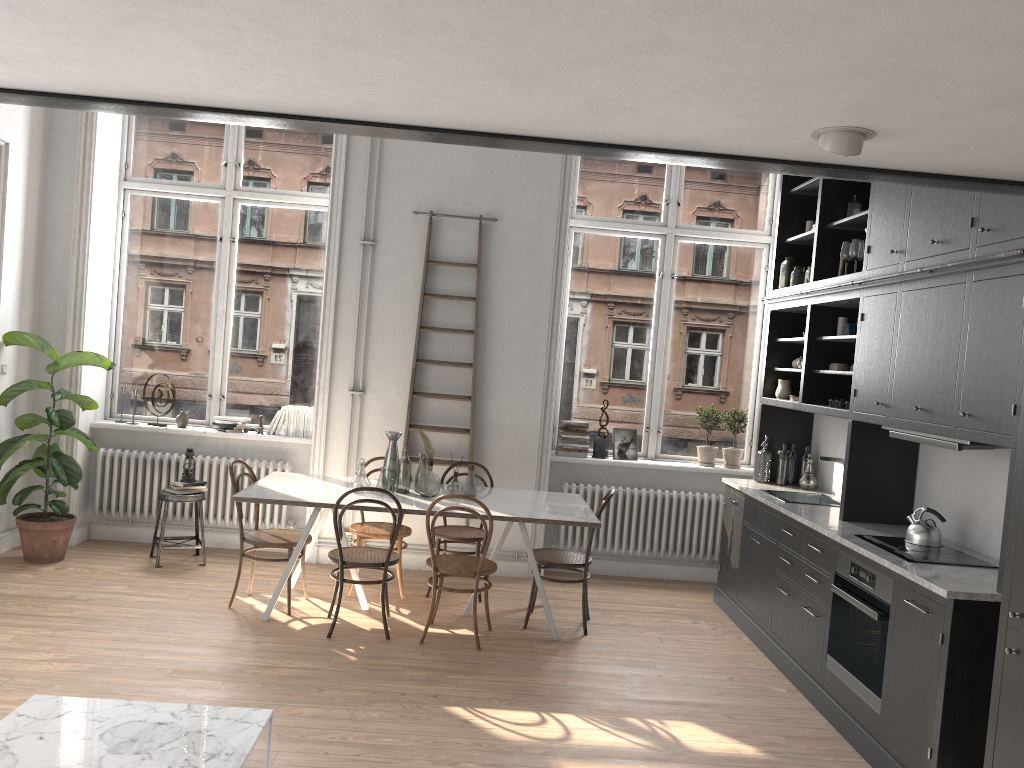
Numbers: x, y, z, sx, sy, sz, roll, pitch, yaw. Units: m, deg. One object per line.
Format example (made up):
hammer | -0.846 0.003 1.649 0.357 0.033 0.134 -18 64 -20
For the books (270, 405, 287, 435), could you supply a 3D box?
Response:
books | -1.899 0.294 7.234 0.100 0.235 0.174 5 2 -2

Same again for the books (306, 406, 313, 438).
books | -1.649 0.310 7.267 0.024 0.243 0.175 5 2 -2

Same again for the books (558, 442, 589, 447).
books | 0.507 0.498 7.332 0.255 0.014 0.192 5 2 1

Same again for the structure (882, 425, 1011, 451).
structure | 2.177 0.242 4.323 0.379 0.123 0.843 5 2 -2

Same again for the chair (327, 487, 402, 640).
chair | -0.899 1.039 5.388 0.438 0.921 0.549 4 2 -7

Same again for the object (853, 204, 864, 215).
object | 2.202 -1.085 5.642 0.041 0.125 0.053 3 3 -35

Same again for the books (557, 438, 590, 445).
books | 0.507 0.476 7.332 0.245 0.028 0.193 4 2 -7

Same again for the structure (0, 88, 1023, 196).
structure | -0.335 -1.377 0.945 5.927 1.213 4.156 5 2 -2

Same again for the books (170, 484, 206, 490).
books | -2.436 0.770 6.671 0.232 0.029 0.162 3 2 -32

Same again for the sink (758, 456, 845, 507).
sink | 1.971 0.728 5.884 0.514 0.505 0.526 5 2 -2

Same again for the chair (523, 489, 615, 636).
chair | 0.364 1.127 5.831 0.549 0.921 0.438 5 2 10

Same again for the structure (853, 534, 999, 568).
structure | 2.000 0.813 4.336 0.427 0.011 0.592 5 2 -2

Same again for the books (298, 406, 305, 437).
books | -1.716 0.305 7.264 0.024 0.243 0.175 5 2 -2

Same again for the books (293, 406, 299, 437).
books | -1.756 0.302 7.240 0.019 0.244 0.174 5 2 -2

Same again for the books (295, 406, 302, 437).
books | -1.737 0.303 7.258 0.019 0.244 0.174 5 2 -2

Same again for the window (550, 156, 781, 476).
window | 7.789 -4.752 10.567 14.385 15.941 26.388 5 2 -2

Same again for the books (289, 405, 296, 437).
books | -1.778 0.301 7.230 0.024 0.243 0.175 5 2 -2

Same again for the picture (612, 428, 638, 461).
picture | 0.926 0.501 7.392 0.221 0.264 0.148 4 2 -19

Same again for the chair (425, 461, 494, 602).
chair | -0.363 1.049 6.431 0.438 0.921 0.549 5 2 5

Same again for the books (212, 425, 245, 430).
books | -2.300 0.348 7.206 0.205 0.022 0.155 5 2 18

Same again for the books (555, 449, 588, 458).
books | 0.489 0.572 7.320 0.248 0.043 0.192 5 2 -2

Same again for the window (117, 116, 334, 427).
window | -2.350 -1.100 7.319 1.622 2.844 0.013 5 2 -2

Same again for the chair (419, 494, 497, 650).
chair | -0.315 1.087 5.378 0.438 0.921 0.549 5 2 9

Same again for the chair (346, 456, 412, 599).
chair | -0.931 1.007 6.327 0.438 0.921 0.549 4 2 -4

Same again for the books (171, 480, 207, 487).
books | -2.432 0.747 6.671 0.147 0.027 0.221 6 2 30

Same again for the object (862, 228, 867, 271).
object | 2.089 -0.773 5.158 0.094 0.267 0.116 6 3 39

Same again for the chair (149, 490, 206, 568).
chair | -2.487 1.068 6.646 0.364 0.523 0.360 3 2 -29

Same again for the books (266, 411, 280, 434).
books | -1.939 0.310 7.237 0.105 0.194 0.155 4 2 -3

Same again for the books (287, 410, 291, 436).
books | -1.801 0.317 7.240 0.020 0.205 0.155 5 2 -2

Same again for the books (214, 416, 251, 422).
books | -2.271 0.282 7.212 0.243 0.019 0.174 5 2 8

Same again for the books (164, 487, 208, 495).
books | -2.449 0.795 6.669 0.194 0.034 0.246 6 2 38

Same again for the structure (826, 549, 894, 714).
structure | 1.962 1.206 4.350 0.618 0.623 0.622 5 2 -2

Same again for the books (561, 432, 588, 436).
books | 0.518 0.407 7.325 0.205 0.022 0.155 4 2 -7

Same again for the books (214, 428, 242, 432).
books | -2.308 0.370 7.210 0.147 0.023 0.221 3 3 -44

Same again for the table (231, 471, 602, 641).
table | -0.612 1.118 5.837 2.200 0.780 1.100 5 2 -2

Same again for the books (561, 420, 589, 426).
books | 0.519 0.322 7.331 0.201 0.024 0.159 4 2 -12

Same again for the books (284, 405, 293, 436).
books | -1.827 0.296 7.259 0.024 0.243 0.175 5 2 -2

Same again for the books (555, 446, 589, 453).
books | 0.494 0.539 7.317 0.249 0.023 0.175 4 2 -7

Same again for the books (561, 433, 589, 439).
books | 0.519 0.429 7.331 0.222 0.024 0.158 5 2 -2

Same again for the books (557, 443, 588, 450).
books | 0.496 0.516 7.317 0.249 0.023 0.175 5 2 -2

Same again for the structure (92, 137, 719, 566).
structure | -0.569 -0.769 6.998 5.182 4.475 0.340 5 2 -2

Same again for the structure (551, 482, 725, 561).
structure | 1.124 1.121 7.224 1.577 0.552 0.194 5 2 -2

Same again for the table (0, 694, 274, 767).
table | -1.283 1.354 2.775 0.849 0.392 0.849 5 2 -2

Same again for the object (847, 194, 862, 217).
object | 2.213 -1.126 5.730 0.084 0.199 0.065 5 2 20

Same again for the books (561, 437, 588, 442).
books | 0.514 0.452 7.327 0.205 0.022 0.155 5 2 12

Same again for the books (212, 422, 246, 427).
books | -2.296 0.326 7.204 0.221 0.023 0.147 5 2 13

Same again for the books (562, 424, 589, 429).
books | 0.523 0.344 7.323 0.205 0.020 0.155 5 2 -2

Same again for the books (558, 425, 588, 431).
books | 0.508 0.364 7.323 0.231 0.023 0.162 5 2 13

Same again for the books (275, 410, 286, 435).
books | -1.875 0.312 7.237 0.072 0.203 0.155 5 2 -2

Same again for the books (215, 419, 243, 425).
books | -2.292 0.306 7.192 0.205 0.020 0.155 4 2 -12

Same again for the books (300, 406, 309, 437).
books | -1.694 0.307 7.243 0.019 0.244 0.174 5 2 -2

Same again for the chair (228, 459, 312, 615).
chair | -1.577 0.973 5.768 0.549 0.921 0.437 5 2 6

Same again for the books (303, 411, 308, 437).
books | -1.673 0.328 7.246 0.020 0.205 0.155 5 2 -2

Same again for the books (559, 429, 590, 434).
books | 0.514 0.386 7.324 0.244 0.019 0.174 5 2 -2

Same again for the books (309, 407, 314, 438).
books | -1.624 0.313 7.248 0.024 0.243 0.175 5 2 -2
